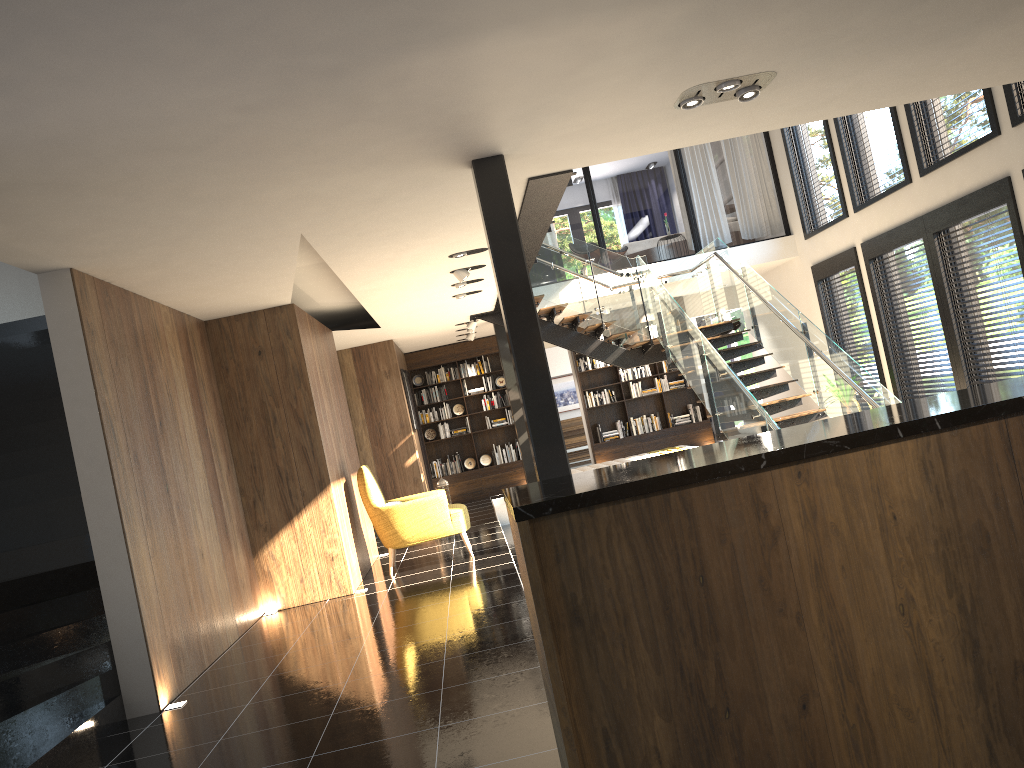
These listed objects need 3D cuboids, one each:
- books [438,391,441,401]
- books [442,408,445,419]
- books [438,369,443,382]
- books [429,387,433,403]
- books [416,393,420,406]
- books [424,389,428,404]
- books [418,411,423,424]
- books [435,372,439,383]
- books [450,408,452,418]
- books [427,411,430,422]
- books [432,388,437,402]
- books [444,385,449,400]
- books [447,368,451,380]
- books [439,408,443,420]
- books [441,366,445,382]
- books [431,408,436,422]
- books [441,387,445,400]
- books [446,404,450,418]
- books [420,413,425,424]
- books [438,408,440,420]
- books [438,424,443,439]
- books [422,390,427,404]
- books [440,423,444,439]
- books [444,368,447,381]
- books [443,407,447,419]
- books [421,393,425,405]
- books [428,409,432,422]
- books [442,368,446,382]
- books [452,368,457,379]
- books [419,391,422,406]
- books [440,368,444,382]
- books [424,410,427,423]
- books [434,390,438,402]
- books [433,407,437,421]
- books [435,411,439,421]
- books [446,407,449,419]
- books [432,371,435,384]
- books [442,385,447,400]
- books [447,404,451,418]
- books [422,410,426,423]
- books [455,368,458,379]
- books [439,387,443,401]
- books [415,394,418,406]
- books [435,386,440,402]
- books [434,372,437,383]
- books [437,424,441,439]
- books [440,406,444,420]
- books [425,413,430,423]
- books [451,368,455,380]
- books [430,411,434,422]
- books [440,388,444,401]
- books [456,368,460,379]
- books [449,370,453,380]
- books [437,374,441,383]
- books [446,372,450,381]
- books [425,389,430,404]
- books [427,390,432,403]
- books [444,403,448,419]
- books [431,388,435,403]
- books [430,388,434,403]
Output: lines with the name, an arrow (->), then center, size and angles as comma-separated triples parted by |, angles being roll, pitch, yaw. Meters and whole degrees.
books -> -1.241, 0.208, 15.193 | 0.025, 0.188, 0.181 | -12, -2, -4
books -> -1.174, 0.513, 15.201 | 0.025, 0.193, 0.172 | -12, -2, -4
books -> -1.226, -0.137, 15.217 | 0.039, 0.230, 0.205 | -12, -2, -4
books -> -1.395, 0.190, 15.210 | 0.015, 0.287, 0.154 | -12, -1, -4
books -> -1.615, 0.265, 15.190 | 0.023, 0.231, 0.143 | -12, -1, -4
books -> -1.474, 0.217, 15.189 | 0.022, 0.267, 0.198 | -12, -1, -4
books -> -1.569, 0.581, 15.204 | 0.030, 0.224, 0.166 | -12, -1, -4
books -> -1.291, -0.108, 15.258 | 0.025, 0.203, 0.156 | -12, -1, -4
books -> -1.048, 0.494, 15.222 | 0.015, 0.181, 0.136 | -12, -1, -4
books -> -1.424, 0.560, 15.226 | 0.018, 0.208, 0.126 | -12, -1, -4
books -> -1.332, 0.194, 15.218 | 0.032, 0.255, 0.160 | -12, -1, -4
books -> -1.132, 0.146, 15.235 | 0.035, 0.266, 0.133 | -12, -1, -4
books -> -1.077, -0.160, 15.260 | 0.030, 0.217, 0.165 | -12, -1, -4
books -> -1.214, 0.515, 15.184 | 0.016, 0.205, 0.205 | -12, -2, -4
books -> -1.180, -0.172, 15.208 | 0.012, 0.278, 0.228 | -12, -2, -4
books -> -1.346, 0.529, 15.211 | 0.036, 0.235, 0.170 | -12, -1, -4
books -> -1.183, 0.169, 15.226 | 0.024, 0.242, 0.144 | -12, -1, -4
books -> -1.096, 0.463, 15.210 | 0.021, 0.260, 0.197 | -12, -1, -4
books -> -1.528, 0.589, 15.200 | 0.045, 0.192, 0.164 | -12, -2, -4
books -> -1.251, 0.518, 15.216 | 0.053, 0.216, 0.151 | -12, -1, -4
books -> -1.220, 0.814, 15.170 | 0.026, 0.257, 0.192 | -12, -1, -4
books -> -1.501, 0.229, 15.191 | 0.035, 0.255, 0.183 | -12, -1, -4
books -> -1.201, 0.801, 15.182 | 0.018, 0.275, 0.144 | -12, -1, -4
books -> -1.142, -0.156, 15.244 | 0.020, 0.235, 0.206 | -12, -2, -4
books -> -1.152, 0.499, 15.227 | 0.027, 0.214, 0.159 | -12, -1, -4
books -> -1.524, 0.260, 15.190 | 0.025, 0.204, 0.192 | -12, -2, -4
books -> -1.409, 0.542, 15.221 | 0.019, 0.236, 0.139 | -12, -1, -4
books -> -1.162, -0.158, 15.233 | 0.020, 0.245, 0.228 | -12, -2, -4
books -> -0.987, -0.178, 15.244 | 0.039, 0.212, 0.172 | -12, -1, -4
books -> -1.575, 0.246, 15.213 | 0.066, 0.254, 0.127 | -12, -1, -4
books -> -1.195, -0.149, 15.207 | 0.025, 0.239, 0.220 | -12, -2, -4
books -> -1.481, 0.559, 15.221 | 0.018, 0.232, 0.123 | -12, -1, -4
books -> -1.301, 0.205, 15.216 | 0.024, 0.220, 0.123 | -12, -1, -4
books -> -1.315, 0.520, 15.192 | 0.026, 0.237, 0.164 | -12, -1, -4
books -> -1.284, 0.550, 15.206 | 0.026, 0.167, 0.173 | -12, -2, -4
books -> -1.111, 0.492, 15.220 | 0.018, 0.210, 0.157 | -12, -1, -4
books -> -1.346, -0.104, 15.232 | 0.059, 0.216, 0.159 | -12, -1, -4
books -> -1.161, 0.154, 15.232 | 0.025, 0.263, 0.147 | -12, -1, -4
books -> -1.074, 0.467, 15.232 | 0.023, 0.244, 0.133 | -12, -1, -4
books -> -1.498, 0.560, 15.173 | 0.022, 0.235, 0.194 | -12, -2, -4
books -> -0.954, -0.180, 15.232 | 0.023, 0.202, 0.201 | -12, -2, -4
books -> -1.222, 0.179, 15.231 | 0.028, 0.240, 0.148 | -12, -1, -4
books -> -1.637, 0.278, 15.207 | 0.023, 0.215, 0.148 | -12, -1, -4
books -> -1.278, 0.173, 15.204 | 0.033, 0.273, 0.189 | -12, -1, -4
books -> -1.310, -0.109, 15.240 | 0.014, 0.212, 0.184 | -12, -2, -4
books -> -1.246, 0.817, 15.205 | 0.020, 0.264, 0.152 | -12, -1, -4
books -> -1.202, 0.494, 15.212 | 0.020, 0.243, 0.154 | -12, -1, -4
books -> -1.446, 0.583, 15.203 | 0.037, 0.169, 0.148 | -12, -2, -4
books -> -1.020, -0.170, 15.249 | 0.027, 0.212, 0.181 | -12, -2, -4
books -> -1.375, 0.562, 15.194 | 0.035, 0.180, 0.165 | -12, -2, -4
books -> -1.200, 0.179, 15.219 | 0.014, 0.230, 0.172 | -12, -1, -4
books -> -0.932, -0.179, 15.266 | 0.024, 0.194, 0.182 | -12, -2, -4
books -> -1.042, -0.146, 15.228 | 0.029, 0.172, 0.187 | -12, -2, -4
books -> -1.255, -0.092, 15.232 | 0.035, 0.156, 0.186 | -12, -2, -4
books -> -1.105, -0.119, 15.267 | 0.040, 0.149, 0.126 | -12, -2, -4
books -> -1.450, 0.215, 15.196 | 0.027, 0.260, 0.181 | -12, -1, -4
books -> -1.415, 0.216, 15.178 | 0.039, 0.243, 0.179 | -12, -1, -4
books -> -1.136, 0.459, 15.205 | 0.018, 0.284, 0.198 | -12, -1, -4
books -> -1.356, 0.193, 15.190 | 0.019, 0.264, 0.175 | -12, -1, -4
books -> -1.375, 0.202, 15.208 | 0.018, 0.256, 0.172 | -12, -1, -4
